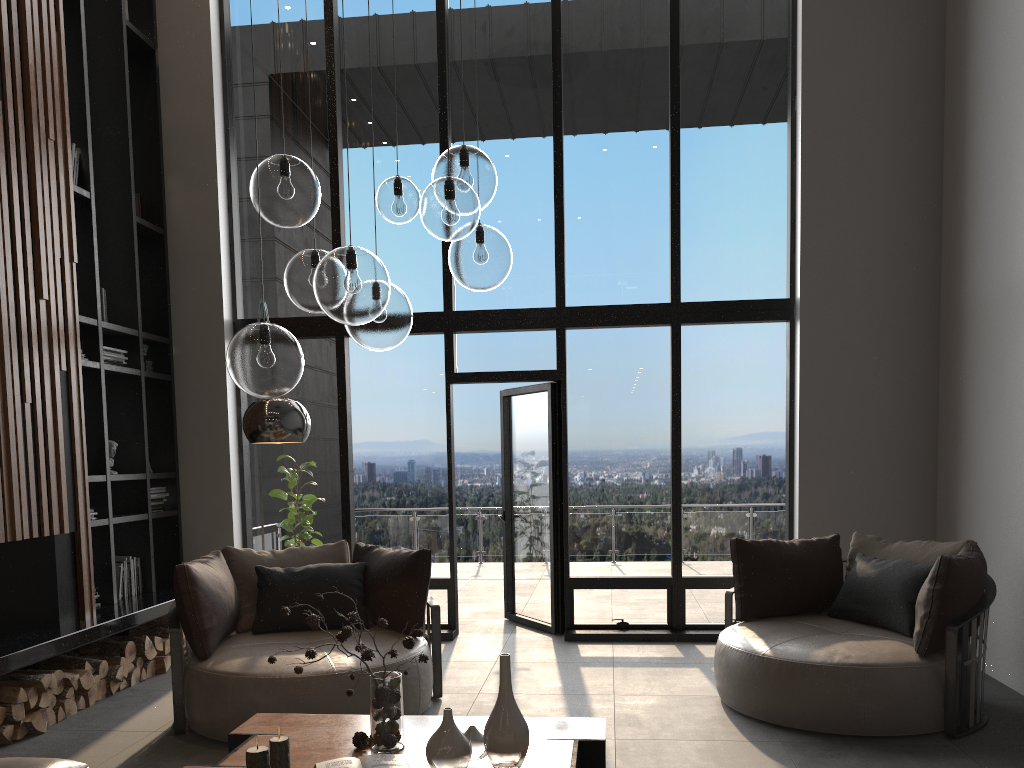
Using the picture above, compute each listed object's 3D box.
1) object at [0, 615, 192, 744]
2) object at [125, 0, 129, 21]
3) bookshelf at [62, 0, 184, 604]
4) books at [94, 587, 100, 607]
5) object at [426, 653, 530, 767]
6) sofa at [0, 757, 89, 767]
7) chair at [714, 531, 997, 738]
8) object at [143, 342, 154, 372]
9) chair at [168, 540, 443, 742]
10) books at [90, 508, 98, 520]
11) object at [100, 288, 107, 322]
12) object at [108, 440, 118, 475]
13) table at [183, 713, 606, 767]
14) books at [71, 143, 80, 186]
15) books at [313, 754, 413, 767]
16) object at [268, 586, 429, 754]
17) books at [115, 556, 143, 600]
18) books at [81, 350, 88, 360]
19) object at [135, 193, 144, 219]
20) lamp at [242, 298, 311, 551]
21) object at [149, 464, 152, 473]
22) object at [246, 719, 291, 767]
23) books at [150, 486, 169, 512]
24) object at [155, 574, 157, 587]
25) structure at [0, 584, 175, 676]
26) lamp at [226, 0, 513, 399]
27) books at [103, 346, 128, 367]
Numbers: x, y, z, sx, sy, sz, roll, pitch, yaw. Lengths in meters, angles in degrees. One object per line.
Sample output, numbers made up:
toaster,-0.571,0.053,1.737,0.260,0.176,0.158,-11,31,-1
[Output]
object,-2.645,1.698,4.864,0.435,0.391,4.032,-1,-5,7
object,-2.868,-2.678,6.367,0.083,0.263,0.133,0,3,16
bookshelf,-2.883,-1.155,5.993,0.338,5.362,1.443,-1,4,6
books,-2.887,1.413,5.722,0.219,0.128,0.337,-1,-4,6
object,-0.103,1.101,2.934,0.316,0.401,0.318,-1,1,25
sofa,-1.131,1.202,2.185,3.244,0.825,1.872,-2,-3,6
chair,1.882,1.328,4.893,1.444,0.906,1.477,-2,-2,23
object,-2.760,-0.194,6.563,0.059,0.235,0.187,0,1,9
chair,-1.161,1.392,4.956,1.482,0.906,1.440,-3,-3,33
books,-2.873,0.851,5.675,0.219,0.078,0.322,-1,-4,6
object,-2.866,-0.526,6.055,0.104,0.262,0.103,-2,3,-14
object,-2.844,0.515,6.133,0.137,0.247,0.136,-3,3,-43
table,-0.392,1.500,3.150,1.453,0.357,0.896,-2,-3,6
books,-2.915,-1.407,5.531,0.185,0.301,0.366,-1,-1,6
books,-0.493,1.286,2.900,0.342,0.040,0.232,0,-5,-16
object,-0.590,1.027,3.129,0.541,0.608,0.315,-1,2,-23
books,-2.818,1.380,6.270,0.174,0.289,0.331,-1,-1,6
books,-2.915,-0.189,5.610,0.327,0.072,0.175,-2,-3,6
object,-2.815,-1.295,6.543,0.102,0.232,0.100,-2,3,-9
lamp,-1.381,0.690,5.077,0.319,2.352,2.026,-2,1,-17
object,-2.830,0.537,6.614,0.131,0.283,0.251,-1,0,-2
object,-0.799,1.204,2.867,0.153,0.213,0.076,-1,3,16
books,-2.790,0.872,6.627,0.218,0.191,0.373,-1,-3,6
object,-2.743,1.419,6.642,0.081,0.268,0.081,1,4,28
structure,-2.949,1.543,3.698,0.667,0.460,6.521,-1,-5,6
lamp,-0.499,-2.450,2.840,1.232,5.042,1.217,-1,4,3
books,-2.853,-0.179,6.089,0.219,0.129,0.322,-1,-3,6
